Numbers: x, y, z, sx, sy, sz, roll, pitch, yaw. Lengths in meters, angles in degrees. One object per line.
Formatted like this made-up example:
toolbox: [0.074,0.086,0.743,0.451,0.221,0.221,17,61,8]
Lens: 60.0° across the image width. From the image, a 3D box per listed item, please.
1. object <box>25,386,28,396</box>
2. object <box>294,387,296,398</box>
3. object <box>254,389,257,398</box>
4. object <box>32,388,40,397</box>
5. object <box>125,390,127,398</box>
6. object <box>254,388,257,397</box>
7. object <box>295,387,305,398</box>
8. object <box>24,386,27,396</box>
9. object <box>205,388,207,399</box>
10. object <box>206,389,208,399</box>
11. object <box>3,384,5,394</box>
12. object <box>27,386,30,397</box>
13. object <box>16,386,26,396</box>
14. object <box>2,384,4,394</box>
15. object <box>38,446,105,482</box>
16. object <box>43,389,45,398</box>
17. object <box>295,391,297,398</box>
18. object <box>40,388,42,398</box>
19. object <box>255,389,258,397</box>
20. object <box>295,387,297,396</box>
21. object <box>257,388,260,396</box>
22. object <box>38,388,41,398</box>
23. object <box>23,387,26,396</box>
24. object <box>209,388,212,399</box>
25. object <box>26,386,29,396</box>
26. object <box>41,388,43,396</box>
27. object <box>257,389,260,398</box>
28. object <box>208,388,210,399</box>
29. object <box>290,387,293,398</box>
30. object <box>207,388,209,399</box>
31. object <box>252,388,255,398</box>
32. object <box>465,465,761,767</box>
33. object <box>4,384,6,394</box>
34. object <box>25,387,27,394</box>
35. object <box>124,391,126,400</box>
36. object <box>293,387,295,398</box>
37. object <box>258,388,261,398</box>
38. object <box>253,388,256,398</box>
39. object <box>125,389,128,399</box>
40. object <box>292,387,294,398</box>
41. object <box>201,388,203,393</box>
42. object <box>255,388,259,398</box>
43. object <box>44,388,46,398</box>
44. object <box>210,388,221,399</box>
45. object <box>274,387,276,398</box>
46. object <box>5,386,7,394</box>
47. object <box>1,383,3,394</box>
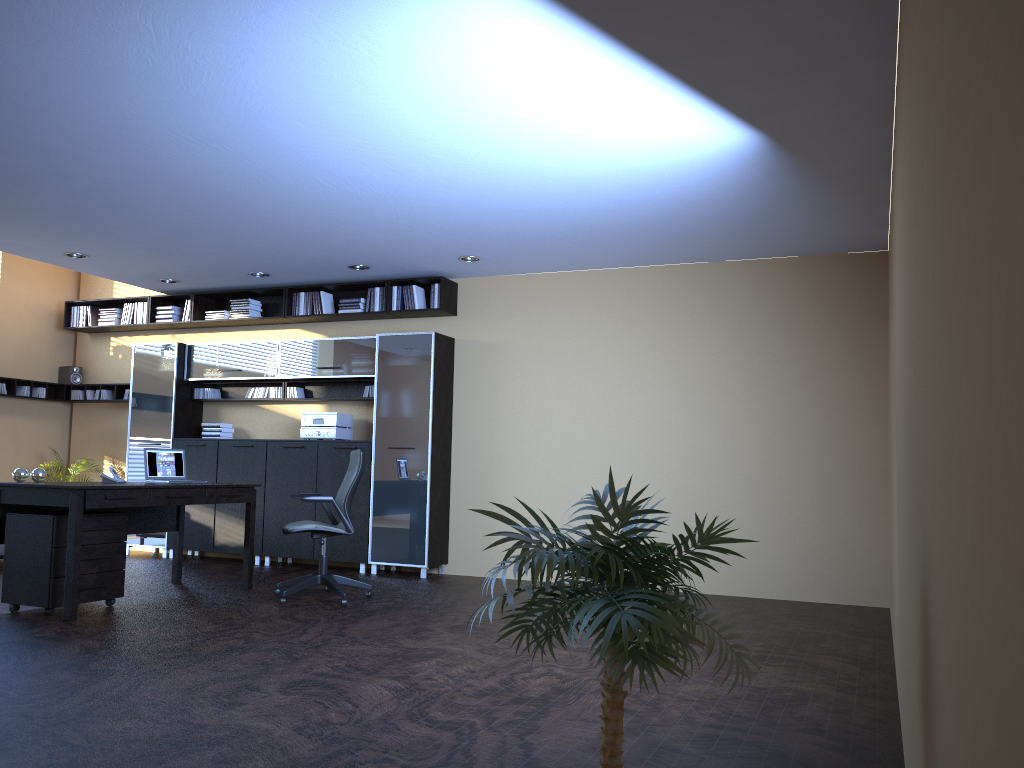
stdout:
object: [-5.751,0.085,10.412,0.142,0.120,0.030,-1,-5,22]
object: [-2.322,0.098,9.656,0.026,0.117,0.140,0,-5,23]
object: [-2.803,0.105,9.852,0.036,0.115,0.140,0,-5,22]
object: [-5.689,0.102,10.555,0.142,0.118,0.040,-1,-5,22]
object: [-4.551,0.131,10.575,0.030,0.120,0.142,0,-5,22]
object: [-2.811,0.106,9.859,0.036,0.115,0.140,0,-5,22]
object: [-2.307,0.100,9.653,0.040,0.118,0.142,0,-5,22]
object: [-5.756,0.084,10.403,0.142,0.120,0.030,-1,-5,22]
object: [-3.443,0.114,10.114,0.009,0.120,0.142,0,-5,22]
object: [-3.432,0.114,10.114,0.009,0.120,0.142,0,-5,22]
object: [-5.863,0.056,10.141,0.142,0.120,0.030,-1,-5,22]
object: [-5.739,0.088,10.440,0.142,0.120,0.009,-1,-4,22]
object: [-5.767,0.083,10.380,0.142,0.118,0.040,-1,-5,22]
object: [-5.864,0.055,10.130,0.142,0.120,0.030,-1,-5,22]
object: [-5.191,1.329,10.358,0.841,1.238,0.690,4,-5,-34]
object: [-5.658,0.108,10.624,0.142,0.120,0.009,-1,-4,22]
object: [-2.321,0.099,9.659,0.030,0.120,0.142,0,-5,23]
object: [-5.675,0.104,10.587,0.142,0.120,0.009,-1,-4,22]
object: [-2.793,0.105,9.851,0.036,0.115,0.140,0,-5,23]
object: [-2.307,0.099,9.651,0.036,0.115,0.140,0,-5,23]
object: [-2.774,0.105,9.844,0.036,0.115,0.140,0,-5,22]
object: [-5.685,0.103,10.580,0.142,0.120,0.009,-1,-4,22]
object: [-5.763,0.083,10.394,0.142,0.120,0.030,-1,-5,22]
object: [-3.386,0.113,10.089,0.030,0.120,0.142,0,-5,22]
object: [-5.744,0.086,10.420,0.142,0.120,0.030,-1,-5,22]
object: [-5.670,0.105,10.596,0.142,0.120,0.009,-1,-4,22]
object: [-2.765,0.105,9.839,0.040,0.118,0.142,0,-5,22]
object: [-3.404,0.114,10.100,0.030,0.120,0.142,0,-5,22]
object: [-2.370,0.099,9.676,0.009,0.120,0.142,0,-5,22]
object: [-3.414,0.114,10.102,0.026,0.117,0.140,0,-5,22]
object: [-2.832,0.105,9.863,0.040,0.118,0.142,0,-5,22]
object: [0.259,0.820,2.211,0.763,1.235,0.669,6,-6,-45]
object: [-5.855,0.057,10.149,0.140,0.117,0.026,-1,-5,22]
object: [-5.753,0.084,10.401,0.140,0.117,0.026,-1,-5,22]
object: [-4.565,0.132,10.581,0.040,0.118,0.142,0,-5,22]
object: [-2.332,0.099,9.659,0.030,0.120,0.142,0,-5,23]
object: [-2.755,0.105,9.837,0.040,0.118,0.142,0,-5,23]
object: [-2.822,0.105,9.860,0.040,0.118,0.142,0,-5,22]
object: [-4.541,0.131,10.571,0.030,0.120,0.142,0,-5,22]
object: [-2.342,0.099,9.663,0.030,0.120,0.142,0,-5,23]
object: [-3.499,0.115,10.138,0.009,0.120,0.142,0,-5,23]
object: [-2.786,0.105,9.843,0.040,0.118,0.142,0,-5,22]
object: [-5.653,0.109,10.633,0.142,0.120,0.009,-1,-4,23]
object: [-3.371,0.115,10.086,0.040,0.118,0.142,0,-5,22]
object: [-2.566,0.101,9.751,0.009,0.120,0.142,0,-5,22]
object: [-5.855,0.060,10.165,0.142,0.118,0.040,-1,-5,22]
object: [-5.871,0.054,10.122,0.142,0.120,0.030,-1,-5,22]
